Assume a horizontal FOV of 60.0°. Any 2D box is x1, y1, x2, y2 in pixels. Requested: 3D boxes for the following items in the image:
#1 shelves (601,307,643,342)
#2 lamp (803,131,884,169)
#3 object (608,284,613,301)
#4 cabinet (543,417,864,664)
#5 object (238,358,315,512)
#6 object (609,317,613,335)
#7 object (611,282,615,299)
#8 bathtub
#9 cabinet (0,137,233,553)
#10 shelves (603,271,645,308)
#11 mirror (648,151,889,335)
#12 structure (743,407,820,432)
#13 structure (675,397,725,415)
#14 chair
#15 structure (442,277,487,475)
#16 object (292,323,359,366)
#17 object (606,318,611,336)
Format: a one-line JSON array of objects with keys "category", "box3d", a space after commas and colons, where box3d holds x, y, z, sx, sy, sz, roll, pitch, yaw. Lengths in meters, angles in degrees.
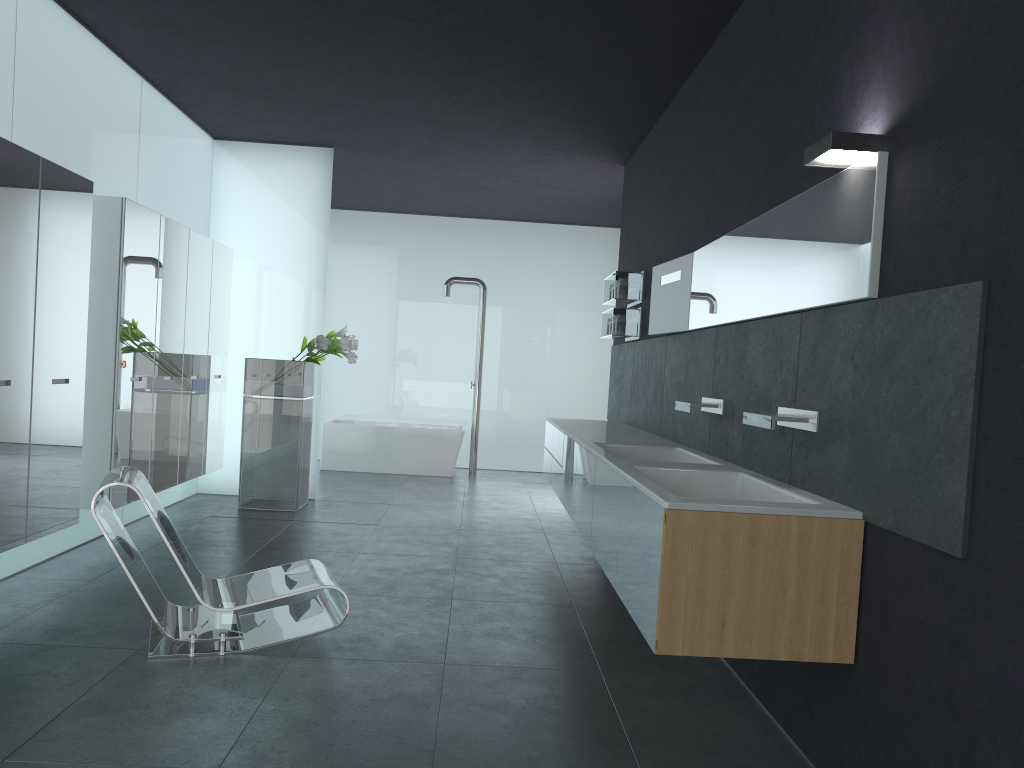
[{"category": "shelves", "box3d": [1.026, -0.562, 8.364, 0.265, 0.285, 0.769, 3, 1, -2]}, {"category": "lamp", "box3d": [1.267, -0.895, 3.402, 0.198, 0.066, 0.276, 3, 1, -2]}, {"category": "object", "box3d": [0.984, -0.874, 8.631, 0.096, 0.184, 0.067, 3, 2, -11]}, {"category": "cabinet", "box3d": [0.793, 0.675, 5.997, 0.734, 0.557, 5.579, 3, 1, -2]}, {"category": "object", "box3d": [-2.384, 0.499, 9.021, 0.585, 1.492, 0.574, 3, 2, -2]}, {"category": "object", "box3d": [0.973, -0.543, 8.429, 0.096, 0.184, 0.067, 4, 2, 7]}, {"category": "object", "box3d": [0.993, -0.870, 8.417, 0.096, 0.184, 0.067, 4, 2, 7]}, {"category": "bathtub", "box3d": [-1.658, 0.811, 12.701, 1.977, 0.859, 0.959, 3, 1, -2]}, {"category": "cabinet", "box3d": [-2.967, -0.213, 5.999, 0.398, 2.217, 6.000, 3, 1, -2]}, {"category": "shelves", "box3d": [1.045, -0.889, 8.352, 0.265, 0.285, 0.769, 3, 1, -2]}, {"category": "mirror", "box3d": [1.254, -0.612, 5.088, 0.109, 0.533, 3.719, 3, 1, -4]}, {"category": "structure", "box3d": [1.171, 0.149, 3.914, 0.186, 0.088, 0.482, 3, 1, -2]}, {"category": "structure", "box3d": [1.118, 0.125, 5.330, 0.186, 0.088, 0.482, 3, 1, -2]}, {"category": "chair", "box3d": [-1.546, 0.922, 4.751, 1.261, 0.871, 0.628, 3, 2, -21]}, {"category": "structure", "box3d": [-0.743, -0.089, 12.699, 0.643, 2.874, 0.123, 3, 2, -3]}, {"category": "object", "box3d": [-2.056, -0.250, 8.854, 1.024, 0.780, 0.973, 3, 1, -10]}, {"category": "object", "box3d": [0.965, -0.546, 8.643, 0.096, 0.184, 0.067, 3, 2, -11]}]
